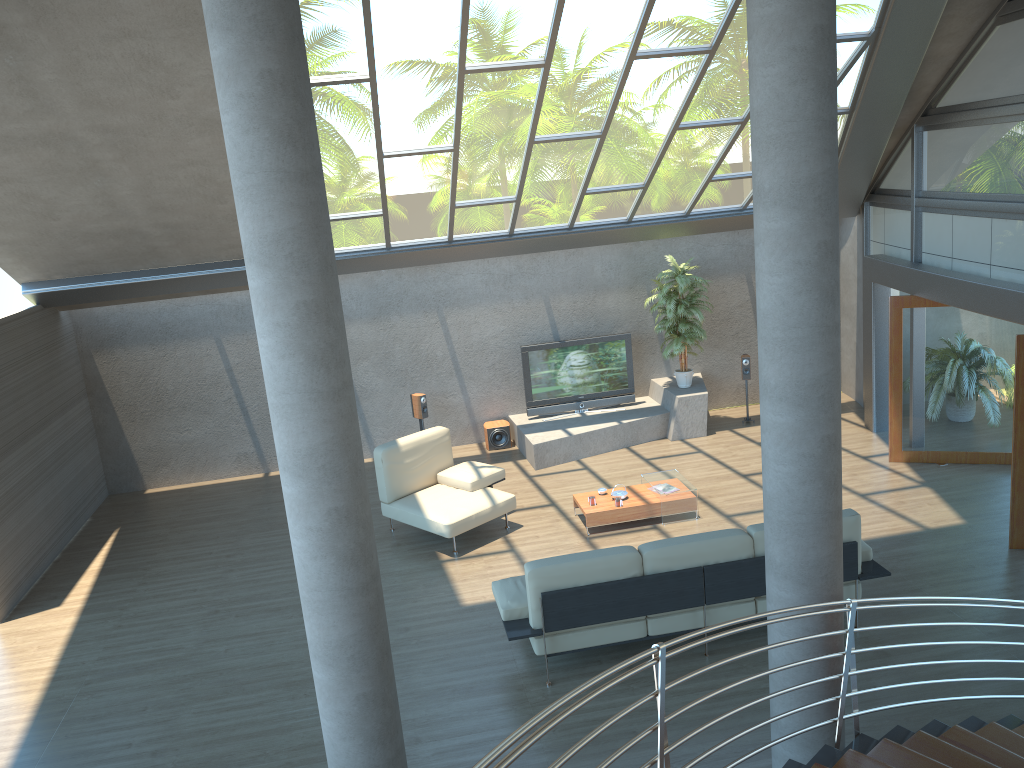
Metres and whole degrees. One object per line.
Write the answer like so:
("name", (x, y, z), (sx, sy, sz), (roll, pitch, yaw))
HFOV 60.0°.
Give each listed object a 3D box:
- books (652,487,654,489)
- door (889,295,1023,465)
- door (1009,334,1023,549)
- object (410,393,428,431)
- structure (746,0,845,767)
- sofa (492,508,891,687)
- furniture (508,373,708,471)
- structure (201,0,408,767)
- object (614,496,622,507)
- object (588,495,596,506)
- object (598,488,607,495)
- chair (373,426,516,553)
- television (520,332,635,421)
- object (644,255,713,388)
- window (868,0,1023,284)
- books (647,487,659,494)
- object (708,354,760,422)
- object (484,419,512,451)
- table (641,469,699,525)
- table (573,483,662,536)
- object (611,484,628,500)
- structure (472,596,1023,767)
("books", (1.671, 1.141, 9.619), (0.189, 0.005, 0.275), (-12, 15, -24))
("door", (5.436, -0.048, 9.860), (2.298, 1.977, 0.200), (-1, 14, 20))
("door", (5.522, 0.497, 7.520), (2.298, 1.977, 0.200), (-2, 14, 15))
("object", (-1.236, 0.604, 12.146), (0.171, 0.959, 0.234), (-18, 18, -41))
("structure", (1.316, -0.940, 4.128), (0.381, 7.125, 0.382), (4, 16, 35))
("sofa", (1.382, 1.527, 7.248), (3.079, 0.947, 1.166), (-8, 13, -8))
("furniture", (1.518, 0.480, 12.301), (2.936, 0.610, 1.577), (-8, 13, -8))
("structure", (-0.969, -0.638, 3.815), (0.382, 7.125, 0.381), (-8, 13, -8))
("object", (1.118, 1.230, 9.288), (0.085, 0.101, 0.070), (-1, 14, 19))
("object", (0.850, 1.230, 9.399), (0.070, 0.101, 0.085), (-8, 13, -9))
("object", (0.984, 1.161, 9.668), (0.100, 0.086, 0.102), (-7, 13, -4))
("chair", (-0.652, 1.098, 9.705), (1.217, 1.023, 1.244), (-18, 18, -41))
("television", (0.943, -0.109, 12.505), (1.568, 1.063, 0.396), (-8, 13, -8))
("object", (2.333, -0.864, 12.246), (0.932, 1.857, 0.895), (5, 17, 39))
("window", (5.809, -1.055, 3.820), (1.098, 6.630, 16.616), (-8, 13, -9))
("books", (1.618, 1.148, 9.630), (0.189, 0.005, 0.275), (-13, 15, -27))
("object", (0.679, 0.041, 13.773), (21.345, 0.982, 7.863), (-7, 13, -5))
("object", (-0.212, 0.717, 12.610), (0.362, 0.323, 0.425), (-8, 13, -8))
("table", (1.704, 1.217, 9.621), (0.400, 0.342, 0.680), (-8, 13, -8))
("table", (1.317, 1.322, 9.579), (1.200, 0.250, 0.600), (-8, 13, -8))
("object", (1.147, 1.149, 9.485), (0.178, 0.161, 0.178), (3, 16, 32))
("structure", (1.477, 1.262, 2.362), (2.349, 3.653, 6.809), (2, 15, 29))
